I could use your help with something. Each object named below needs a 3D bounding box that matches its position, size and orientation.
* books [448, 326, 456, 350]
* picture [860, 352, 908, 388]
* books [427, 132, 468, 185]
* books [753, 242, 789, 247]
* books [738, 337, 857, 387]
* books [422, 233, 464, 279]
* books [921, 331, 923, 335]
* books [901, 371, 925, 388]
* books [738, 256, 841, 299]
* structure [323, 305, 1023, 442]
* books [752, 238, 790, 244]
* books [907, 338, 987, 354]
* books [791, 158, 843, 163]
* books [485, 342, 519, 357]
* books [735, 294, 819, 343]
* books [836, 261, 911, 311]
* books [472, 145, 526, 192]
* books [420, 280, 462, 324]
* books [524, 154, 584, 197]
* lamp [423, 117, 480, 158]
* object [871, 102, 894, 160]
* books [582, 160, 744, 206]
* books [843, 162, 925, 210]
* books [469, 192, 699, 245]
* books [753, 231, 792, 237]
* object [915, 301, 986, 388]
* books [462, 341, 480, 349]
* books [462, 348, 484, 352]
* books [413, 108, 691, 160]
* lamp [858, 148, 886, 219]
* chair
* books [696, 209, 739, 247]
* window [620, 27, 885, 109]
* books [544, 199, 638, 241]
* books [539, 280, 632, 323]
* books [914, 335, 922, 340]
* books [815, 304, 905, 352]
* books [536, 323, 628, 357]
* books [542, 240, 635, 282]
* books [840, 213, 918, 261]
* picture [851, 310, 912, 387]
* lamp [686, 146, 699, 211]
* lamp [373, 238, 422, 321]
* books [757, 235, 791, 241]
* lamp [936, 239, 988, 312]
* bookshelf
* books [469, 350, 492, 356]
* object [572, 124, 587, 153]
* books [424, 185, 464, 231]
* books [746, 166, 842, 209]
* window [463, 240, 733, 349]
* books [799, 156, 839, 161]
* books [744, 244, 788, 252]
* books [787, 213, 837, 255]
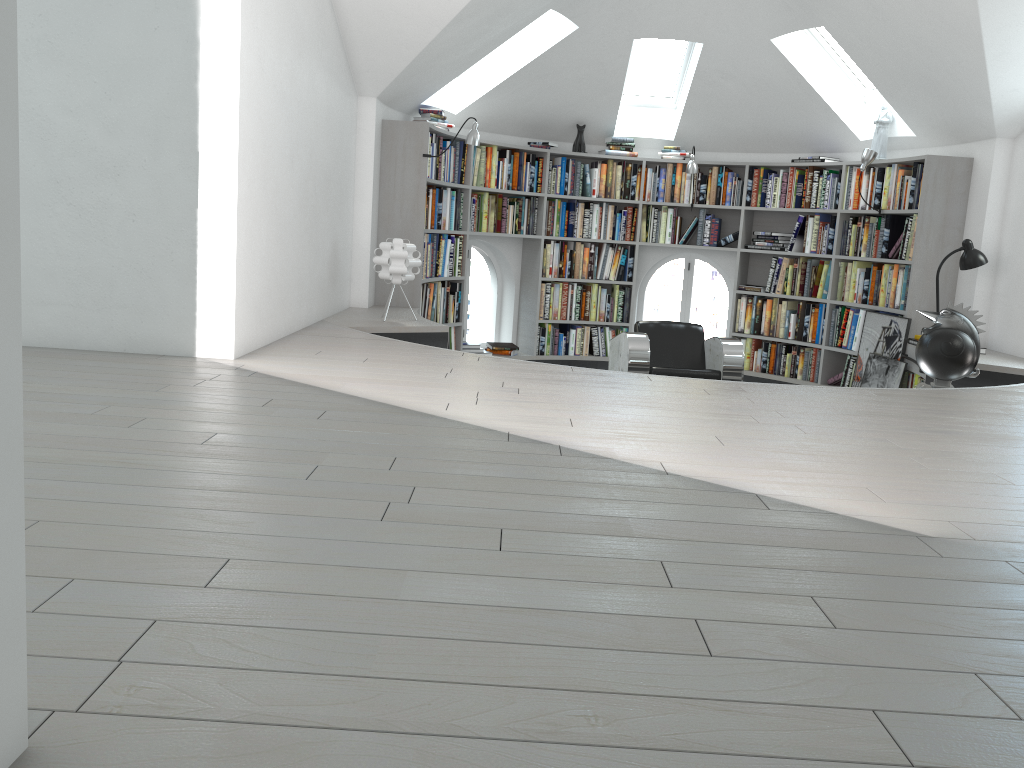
[{"bbox_3d":[-0.733,-0.309,7.269,0.283,0.318,0.921,7,10,18],"label":"books"},{"bbox_3d":[2.789,0.067,6.750,0.107,0.553,0.491,2,9,-10],"label":"picture"},{"bbox_3d":[-0.647,-1.786,7.001,0.301,0.360,1.036,6,10,16],"label":"books"},{"bbox_3d":[2.385,-1.270,8.087,0.286,0.031,0.270,11,12,34],"label":"books"},{"bbox_3d":[2.582,-0.191,7.839,0.360,0.310,1.502,-3,12,-37],"label":"books"},{"bbox_3d":[-0.670,-1.029,7.095,0.261,0.357,1.023,6,10,17],"label":"books"},{"bbox_3d":[3.022,-0.333,6.158,0.269,0.031,0.287,5,10,10],"label":"books"},{"bbox_3d":[2.938,0.127,6.159,0.272,0.297,1.151,6,10,14],"label":"books"},{"bbox_3d":[2.521,-0.963,7.898,0.976,0.350,0.252,13,12,42],"label":"books"},{"bbox_3d":[1.100,-0.055,6.385,4.715,0.690,4.724,-6,14,-44],"label":"structure"},{"bbox_3d":[2.387,-1.301,8.083,0.269,0.031,0.287,-4,13,-39],"label":"books"},{"bbox_3d":[3.017,-0.265,6.168,0.365,0.042,0.390,4,10,0],"label":"books"},{"bbox_3d":[2.683,-1.937,7.760,0.317,0.036,0.337,-4,12,-37],"label":"books"},{"bbox_3d":[-0.093,-0.322,8.202,0.318,0.099,0.293,4,10,2],"label":"books"},{"bbox_3d":[2.442,-0.602,8.018,0.874,0.349,0.272,12,12,41],"label":"books"},{"bbox_3d":[3.006,-0.790,7.108,0.275,0.346,1.025,1,10,-15],"label":"books"},{"bbox_3d":[-0.207,-1.897,7.778,0.270,0.371,0.794,12,13,43],"label":"books"},{"bbox_3d":[-0.770,-0.445,6.921,0.391,0.692,1.647,5,10,10],"label":"books"},{"bbox_3d":[0.338,-1.922,8.188,0.682,0.344,0.266,0,10,-23],"label":"books"},{"bbox_3d":[-0.441,-1.816,6.536,0.414,0.310,0.117,3,8,-3],"label":"lamp"},{"bbox_3d":[2.984,-2.036,7.170,0.179,0.470,0.180,5,9,9],"label":"object"},{"bbox_3d":[1.404,-1.885,8.310,1.566,0.365,0.395,5,9,5],"label":"books"},{"bbox_3d":[3.046,-1.550,7.013,0.292,0.360,1.019,1,10,-17],"label":"books"},{"bbox_3d":[0.553,-1.513,8.159,2.528,0.369,0.593,0,10,-19],"label":"books"},{"bbox_3d":[2.391,-1.363,8.074,0.269,0.031,0.287,0,11,-20],"label":"books"},{"bbox_3d":[2.502,-0.199,5.101,0.320,0.560,0.322,-1,10,-27],"label":"object"},{"bbox_3d":[-0.426,-0.353,8.025,0.213,0.036,0.227,-1,11,-23],"label":"books"},{"bbox_3d":[-0.428,-0.322,8.030,0.269,0.031,0.287,-1,11,-23],"label":"books"},{"bbox_3d":[0.353,-2.177,7.858,2.815,0.173,0.751,-2,11,-29],"label":"books"},{"bbox_3d":[2.841,-1.566,6.931,0.275,0.523,0.113,2,8,-9],"label":"lamp"},{"bbox_3d":[1.170,-0.075,6.488,0.823,0.716,0.744,3,9,-5],"label":"chair"},{"bbox_3d":[1.947,-1.444,8.258,0.399,0.339,0.225,7,9,20],"label":"books"},{"bbox_3d":[1.275,-2.790,7.387,4.055,0.710,1.941,4,10,0],"label":"window"},{"bbox_3d":[0.702,-1.550,8.388,1.028,0.357,0.302,1,9,-14],"label":"books"},{"bbox_3d":[0.676,-0.789,8.462,1.031,0.356,0.294,1,9,-15],"label":"books"},{"bbox_3d":[3.020,-0.301,6.162,0.286,0.034,0.306,2,10,-10],"label":"books"},{"bbox_3d":[2.949,-0.428,7.224,0.304,0.357,1.189,1,10,-19],"label":"books"},{"bbox_3d":[0.637,-0.431,8.506,1.019,0.305,0.289,1,9,-15],"label":"books"},{"bbox_3d":[0.688,-1.169,8.402,0.997,0.350,0.299,1,9,-16],"label":"books"},{"bbox_3d":[3.023,-1.170,7.057,0.279,0.356,1.057,1,10,-14],"label":"books"},{"bbox_3d":[2.845,-0.118,6.904,0.090,0.859,0.581,2,9,-10],"label":"picture"},{"bbox_3d":[1.621,-1.860,8.040,0.113,0.564,0.359,5,9,7],"label":"lamp"},{"bbox_3d":[-0.748,-0.676,5.727,0.305,0.522,0.307,2,9,-11],"label":"lamp"},{"bbox_3d":[2.389,-1.332,8.078,0.214,0.036,0.227,-4,13,-39],"label":"books"},{"bbox_3d":[3.079,-0.668,6.102,0.323,0.657,0.234,6,9,15],"label":"lamp"},{"bbox_3d":[1.162,-1.047,7.639,4.332,1.872,2.118,4,9,0],"label":"bookshelf"},{"bbox_3d":[-0.430,-0.288,8.035,0.366,0.042,0.389,-3,12,-33],"label":"books"},{"bbox_3d":[0.640,-2.263,8.205,0.147,0.264,0.203,3,9,-3],"label":"object"},{"bbox_3d":[-0.679,-1.408,7.077,0.303,0.346,1.092,6,10,15],"label":"books"},{"bbox_3d":[2.531,-1.731,7.843,0.972,0.366,0.306,13,13,43],"label":"books"},{"bbox_3d":[0.629,-0.813,8.544,3.230,1.146,0.620,1,9,-14],"label":"window"},{"bbox_3d":[2.684,-1.965,7.756,0.233,0.027,0.248,-1,11,-27],"label":"books"},{"bbox_3d":[2.383,-1.238,8.092,0.389,0.042,0.366,12,13,39],"label":"books"},{"bbox_3d":[2.707,-1.308,7.731,0.256,0.349,0.555,-5,13,-43],"label":"books"}]
